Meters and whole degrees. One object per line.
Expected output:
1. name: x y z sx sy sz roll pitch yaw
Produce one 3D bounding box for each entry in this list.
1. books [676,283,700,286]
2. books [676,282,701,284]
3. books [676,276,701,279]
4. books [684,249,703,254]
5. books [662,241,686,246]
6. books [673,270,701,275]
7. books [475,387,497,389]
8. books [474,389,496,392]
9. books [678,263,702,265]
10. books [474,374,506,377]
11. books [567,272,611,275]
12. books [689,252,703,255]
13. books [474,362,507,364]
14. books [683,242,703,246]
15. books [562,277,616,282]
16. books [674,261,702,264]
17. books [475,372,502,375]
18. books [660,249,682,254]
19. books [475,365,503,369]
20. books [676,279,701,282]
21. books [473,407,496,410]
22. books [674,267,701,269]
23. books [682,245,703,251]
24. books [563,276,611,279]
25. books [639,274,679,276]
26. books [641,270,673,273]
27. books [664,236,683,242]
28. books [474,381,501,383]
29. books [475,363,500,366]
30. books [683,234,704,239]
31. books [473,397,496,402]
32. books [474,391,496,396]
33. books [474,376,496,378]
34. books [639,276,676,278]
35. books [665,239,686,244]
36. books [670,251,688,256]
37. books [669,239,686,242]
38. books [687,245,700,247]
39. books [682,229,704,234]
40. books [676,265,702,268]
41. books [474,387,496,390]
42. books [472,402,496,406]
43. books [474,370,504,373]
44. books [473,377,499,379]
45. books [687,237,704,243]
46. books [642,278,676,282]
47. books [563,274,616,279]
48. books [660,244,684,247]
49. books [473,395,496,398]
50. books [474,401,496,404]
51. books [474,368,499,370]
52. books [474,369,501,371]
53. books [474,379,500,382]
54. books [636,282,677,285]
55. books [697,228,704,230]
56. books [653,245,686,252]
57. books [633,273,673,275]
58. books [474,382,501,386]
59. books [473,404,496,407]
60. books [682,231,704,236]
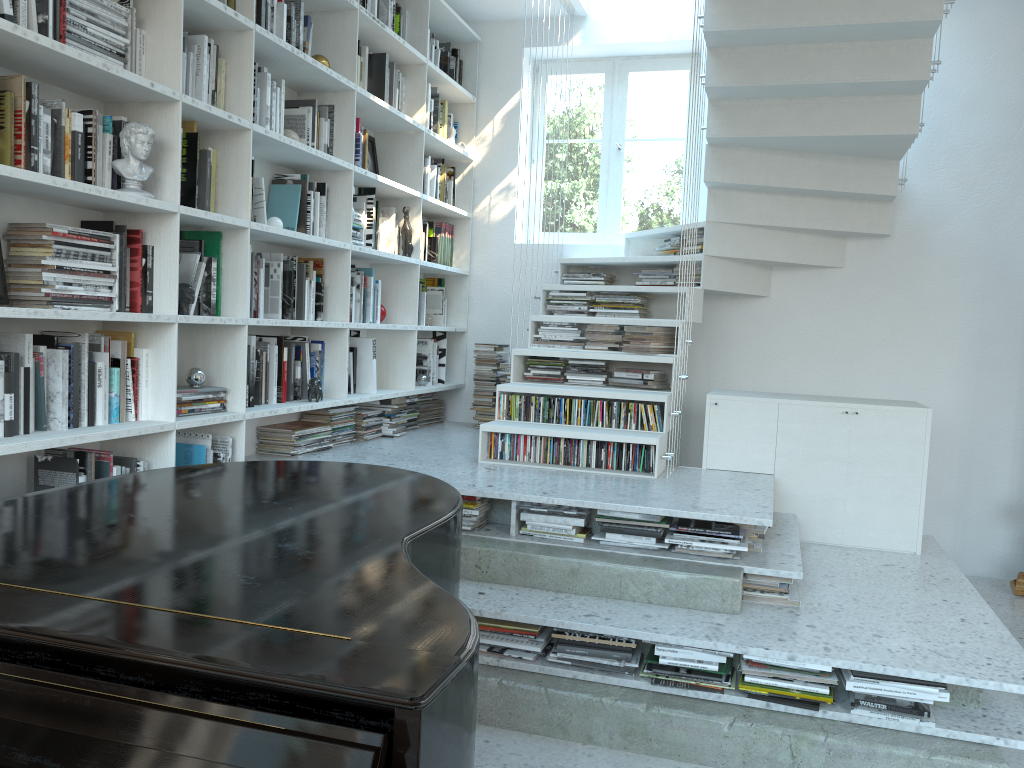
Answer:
1. books: 1.031 -0.548 4.959 0.130 0.015 0.210 6 5 43
2. books: 1.048 -0.558 4.944 0.168 0.008 0.241 6 5 44
3. books: 1.050 -0.585 4.941 0.173 0.018 0.238 6 5 43
4. books: 1.090 -0.727 4.917 0.247 0.015 0.142 1 4 -25
5. books: 1.001 -0.805 5.149 0.175 0.012 0.265 2 4 -11
6. books: 1.051 -0.613 4.933 0.200 0.023 0.262 6 5 43
7. books: -0.132 0.018 5.618 0.166 0.007 0.215 3 4 12
8. books: -0.135 0.036 5.620 0.161 0.010 0.224 3 4 12
9. books: 1.055 -0.657 4.934 0.163 0.008 0.266 5 4 36
10. books: -0.135 -0.056 5.611 0.152 0.013 0.218 4 4 20
11. books: 0.476 -0.670 5.417 0.239 0.008 0.160 4 4 25
12. books: 1.089 -0.713 4.918 0.180 0.013 0.140 1 4 -20
13. books: -0.135 -0.135 5.606 0.150 0.008 0.214 4 4 18
14. books: 1.098 -0.764 4.898 0.256 0.010 0.163 1 4 -28
15. books: 0.469 -0.637 5.407 0.282 0.010 0.169 5 4 31
16. books: 1.045 -0.666 4.943 0.158 0.007 0.300 6 5 41
17. books: -0.140 -0.069 5.611 0.133 0.012 0.250 3 4 11
18. books: 0.991 -0.764 5.150 0.184 0.008 0.216 1 4 -18
19. books: -0.138 -0.108 5.608 0.144 0.015 0.206 3 4 13
20. books: 1.050 -0.569 4.942 0.179 0.015 0.223 6 5 40
21. books: -0.146 0.149 5.631 0.160 0.014 0.198 4 4 15
22. books: 1.046 -0.634 4.943 0.159 0.007 0.285 6 5 42
23. books: 1.096 -0.742 4.902 0.250 0.017 0.180 1 4 -23
24. books: 0.467 -0.645 5.402 0.262 0.006 0.184 4 4 22
25. books: 0.886 -0.623 5.129 0.254 0.012 0.161 6 5 40
26. books: 0.877 -0.643 5.116 0.198 0.016 0.182 5 4 37
27. books: 1.016 -0.837 5.150 0.157 0.014 0.300 2 4 -13
28. books: -0.145 -0.015 5.620 0.151 0.007 0.184 4 4 16
29. books: -0.149 -0.124 5.611 0.119 0.015 0.159 4 4 20
30. books: 1.090 -0.807 4.918 0.250 0.017 0.135 1 4 -23
31. books: -0.155 0.091 5.630 0.130 0.025 0.177 4 4 19
32. books: -0.150 0.051 5.626 0.128 0.022 0.257 3 4 12
33. books: -0.154 -0.048 5.621 0.115 0.008 0.187 4 4 20
34. books: 0.877 -0.612 5.120 0.233 0.010 0.170 5 4 36
35. books: 1.007 -0.818 5.149 0.173 0.014 0.196 2 4 -13
36. books: 1.015 -0.749 5.157 0.133 0.019 0.216 2 4 -9
37. books: 1.016 -0.827 5.151 0.157 0.005 0.268 2 4 -13
38. books: 1.091 -0.756 4.916 0.210 0.009 0.133 1 4 -19
39. books: 1.091 -0.836 4.917 0.261 0.016 0.128 1 4 -22
40. books: 1.037 -0.647 4.950 0.131 0.016 0.262 6 5 39
41. books: -0.139 0.026 5.621 0.159 0.010 0.196 4 4 14
42. books: -0.153 0.121 5.631 0.135 0.008 0.230 4 4 19
43. books: -0.145 -0.081 5.612 0.133 0.012 0.190 4 4 19
44. books: -0.138 -0.041 5.617 0.155 0.005 0.222 4 4 18
45. books: 1.102 -0.783 4.891 0.212 0.028 0.190 1 4 -21
46. books: 0.890 -0.596 5.137 0.230 0.022 0.140 6 5 39
47. books: 0.473 -0.657 5.413 0.288 0.017 0.150 5 4 31
48. books: 0.991 -0.793 5.148 0.184 0.013 0.230 1 4 -18
49. books: -0.137 0.073 5.623 0.166 0.013 0.242 4 4 14
50. books: -0.154 0.110 5.630 0.135 0.013 0.184 3 4 13
51. books: -0.152 -0.098 5.613 0.118 0.008 0.234 4 4 14
52. books: -0.154 -0.090 5.614 0.116 0.006 0.221 4 4 14
53. books: -0.160 -0.027 5.624 0.115 0.015 0.186 4 4 17
54. books: 0.875 -0.576 5.122 0.175 0.017 0.265 -1 5 -44
55. books: 1.100 -0.850 4.898 0.226 0.014 0.160 1 4 -20
56. books: 0.973 -0.781 5.144 0.226 0.013 0.284 2 4 -10
57. books: 0.877 -0.632 5.118 0.298 0.006 0.192 6 5 41
58. books: -0.150 -0.005 5.622 0.134 0.014 0.187 4 4 14
59. books: -0.153 0.129 5.631 0.139 0.010 0.190 4 4 19
60. books: 1.104 -0.820 4.887 0.283 0.012 0.175 1 4 -28
